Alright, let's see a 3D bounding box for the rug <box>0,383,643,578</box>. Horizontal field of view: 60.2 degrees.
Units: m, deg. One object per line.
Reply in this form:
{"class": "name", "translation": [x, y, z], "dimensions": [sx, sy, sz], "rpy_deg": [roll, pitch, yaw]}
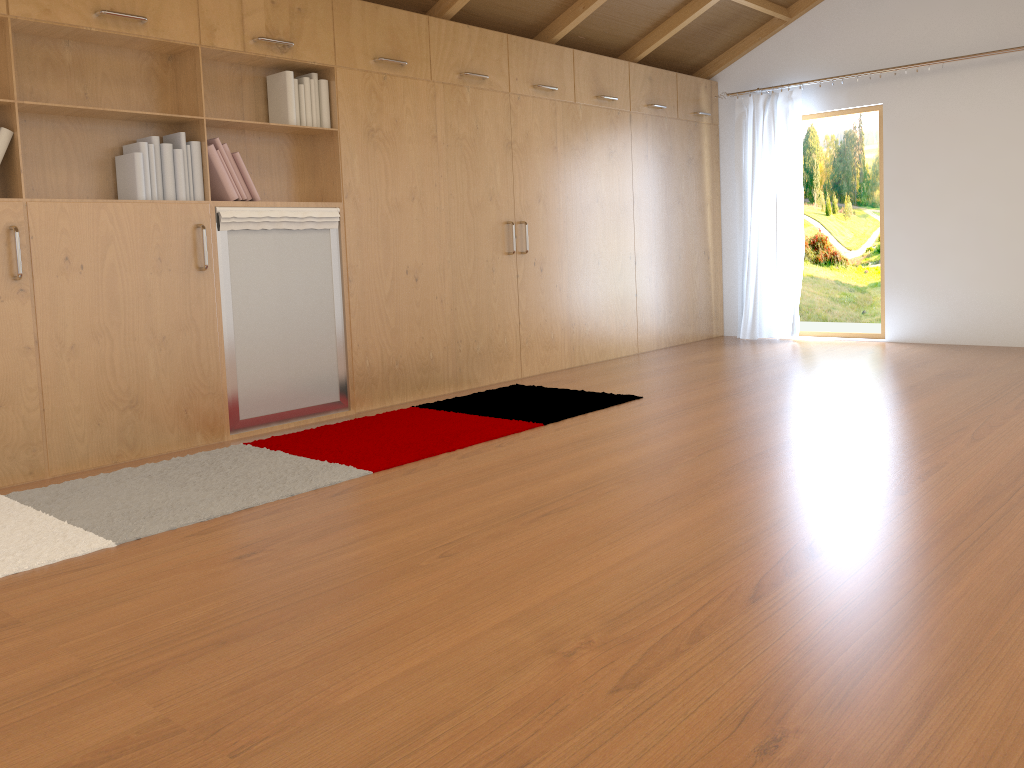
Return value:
{"class": "rug", "translation": [-0.864, 0.309, 3.705], "dimensions": [0.919, 0.011, 3.743], "rpy_deg": [5, 12, 41]}

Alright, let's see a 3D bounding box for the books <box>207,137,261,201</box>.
{"class": "books", "translation": [-1.364, -1.012, 4.204], "dimensions": [0.176, 0.295, 0.281], "rpy_deg": [2, 8, 41]}

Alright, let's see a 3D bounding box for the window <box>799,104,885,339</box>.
{"class": "window", "translation": [2.533, -1.260, 7.031], "dimensions": [0.876, 1.775, 0.026], "rpy_deg": [2, 6, 42]}

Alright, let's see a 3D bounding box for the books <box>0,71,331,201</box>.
{"class": "books", "translation": [-2.010, -1.051, 3.463], "dimensions": [0.189, 0.654, 3.127], "rpy_deg": [2, 9, 41]}

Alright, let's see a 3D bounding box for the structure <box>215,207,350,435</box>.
{"class": "structure", "translation": [-1.199, -0.345, 4.433], "dimensions": [0.316, 1.072, 0.729], "rpy_deg": [2, 7, 41]}

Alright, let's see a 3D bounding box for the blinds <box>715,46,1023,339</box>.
{"class": "blinds", "translation": [2.837, -1.312, 6.531], "dimensions": [2.853, 2.023, 0.234], "rpy_deg": [4, 7, 41]}
